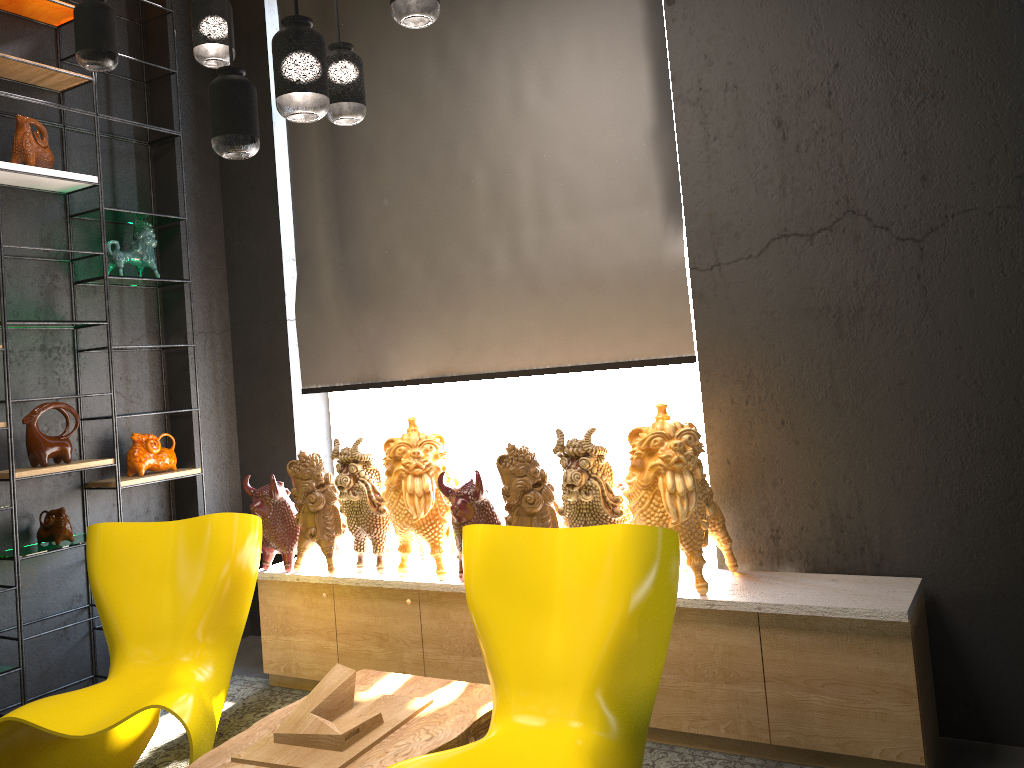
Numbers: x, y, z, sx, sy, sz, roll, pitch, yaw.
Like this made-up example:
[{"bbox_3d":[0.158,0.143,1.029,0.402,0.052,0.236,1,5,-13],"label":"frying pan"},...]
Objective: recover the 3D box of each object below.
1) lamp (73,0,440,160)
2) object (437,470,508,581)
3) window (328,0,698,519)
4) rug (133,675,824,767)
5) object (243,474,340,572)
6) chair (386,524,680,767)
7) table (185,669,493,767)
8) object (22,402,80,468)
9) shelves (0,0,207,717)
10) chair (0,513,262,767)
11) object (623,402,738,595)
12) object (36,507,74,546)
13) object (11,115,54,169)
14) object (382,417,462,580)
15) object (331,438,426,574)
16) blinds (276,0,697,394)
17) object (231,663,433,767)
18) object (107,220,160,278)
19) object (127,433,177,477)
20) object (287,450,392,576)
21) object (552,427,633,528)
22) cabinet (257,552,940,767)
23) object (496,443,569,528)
[{"bbox_3d":[-1.282,-1.682,1.454,2.679,2.280,2.834,-5,-1,-16],"label":"lamp"},{"bbox_3d":[-0.084,0.539,3.513,0.218,0.442,0.463,-7,-2,36],"label":"object"},{"bbox_3d":[-0.113,-0.860,4.469,2.301,3.179,0.051,-6,-3,30],"label":"window"},{"bbox_3d":[-0.314,1.328,2.337,3.585,0.010,2.193,-4,1,31],"label":"rug"},{"bbox_3d":[-1.002,0.608,4.054,0.218,0.442,0.463,-7,-2,36],"label":"object"},{"bbox_3d":[0.086,0.848,2.351,0.656,0.899,1.070,-6,-1,26],"label":"chair"},{"bbox_3d":[-0.453,1.184,2.665,0.692,0.310,0.830,-5,0,30],"label":"table"},{"bbox_3d":[-2.118,0.230,4.050,0.114,0.291,0.249,-6,-2,31],"label":"object"},{"bbox_3d":[-2.569,-0.462,3.454,0.273,3.921,2.995,-7,-2,31],"label":"shelves"},{"bbox_3d":[-1.279,0.952,3.167,0.658,0.899,1.067,-5,-1,1],"label":"chair"},{"bbox_3d":[0.583,0.385,3.126,0.306,0.657,0.469,-7,-3,36],"label":"object"},{"bbox_3d":[-2.097,0.647,4.046,0.210,0.169,0.105,-5,-2,30],"label":"object"},{"bbox_3d":[-2.229,-1.101,4.125,0.126,0.250,0.253,-5,-1,1],"label":"object"},{"bbox_3d":[-0.335,0.454,3.667,0.306,0.657,0.469,-7,-3,36],"label":"object"},{"bbox_3d":[-0.600,0.510,3.837,0.271,0.581,0.430,-6,-2,24],"label":"object"},{"bbox_3d":[-2.751,-0.741,5.145,3.530,3.319,12.661,-4,0,-39],"label":"blinds"},{"bbox_3d":[-0.524,0.966,2.643,0.349,0.137,0.520,-5,1,26],"label":"object"},{"bbox_3d":[-1.950,-0.695,4.534,0.151,0.333,0.289,-6,-2,23],"label":"object"},{"bbox_3d":[-1.831,0.349,4.505,0.138,0.223,0.278,-6,-1,31],"label":"object"},{"bbox_3d":[-0.771,0.550,3.973,0.248,0.547,0.475,-7,-2,38],"label":"object"},{"bbox_3d":[0.318,0.441,3.296,0.271,0.581,0.430,-6,-2,24],"label":"object"},{"bbox_3d":[0.115,1.010,3.444,2.721,0.532,0.404,-4,-1,30],"label":"cabinet"},{"bbox_3d":[0.147,0.480,3.431,0.248,0.547,0.475,-7,-2,38],"label":"object"}]
